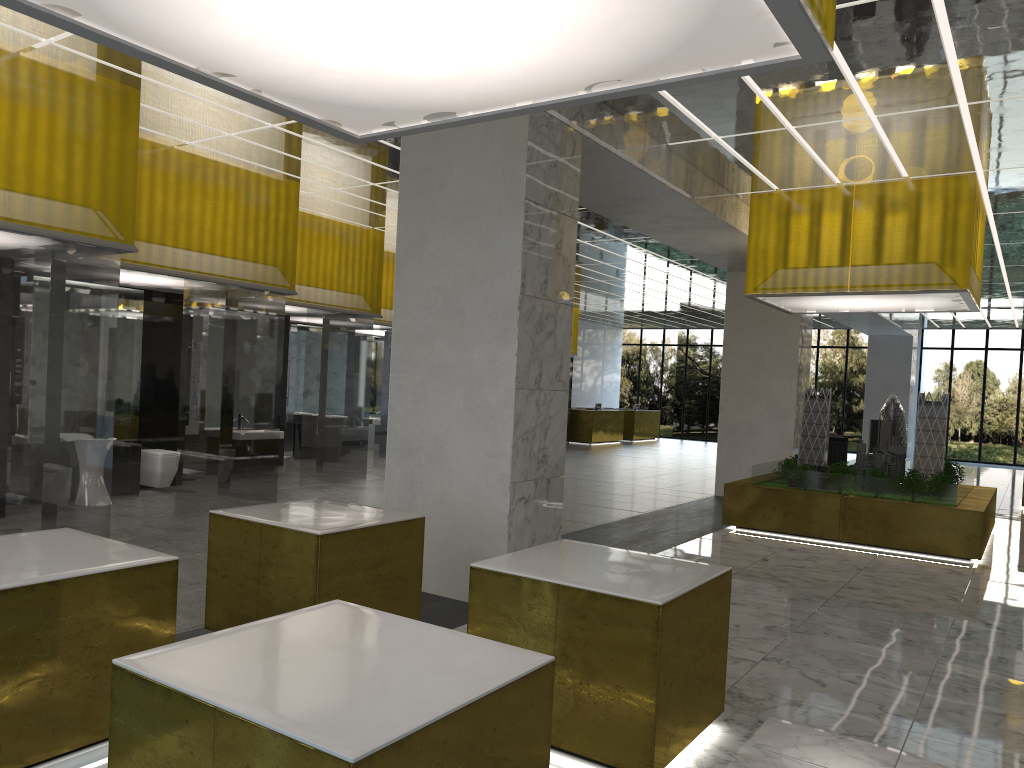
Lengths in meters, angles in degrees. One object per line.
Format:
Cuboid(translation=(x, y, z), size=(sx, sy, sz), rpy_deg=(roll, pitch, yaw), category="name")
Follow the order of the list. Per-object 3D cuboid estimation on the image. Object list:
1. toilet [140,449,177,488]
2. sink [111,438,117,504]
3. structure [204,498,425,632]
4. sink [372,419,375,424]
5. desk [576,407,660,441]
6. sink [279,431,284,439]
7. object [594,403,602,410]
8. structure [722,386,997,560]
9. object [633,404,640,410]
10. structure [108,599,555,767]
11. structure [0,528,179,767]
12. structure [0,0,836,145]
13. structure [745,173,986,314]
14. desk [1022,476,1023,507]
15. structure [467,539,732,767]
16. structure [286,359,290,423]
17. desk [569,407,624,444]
Cuboid(translation=(-6.938, 1.651, 16.696), size=(0.888, 0.694, 0.481), rpy_deg=(3, 1, 35), category="toilet")
Cuboid(translation=(-7.228, 1.500, 14.791), size=(0.773, 1.460, 0.639), rpy_deg=(4, 1, 34), category="sink")
Cuboid(translation=(-1.773, 1.754, 7.747), size=(1.444, 1.174, 1.362), rpy_deg=(3, 1, 34), category="structure")
Cuboid(translation=(-4.113, 1.220, 28.995), size=(0.925, 1.053, 1.308), rpy_deg=(3, 1, 33), category="sink")
Cuboid(translation=(5.374, 2.023, 43.653), size=(3.403, 1.509, 3.285), rpy_deg=(3, 0, 34), category="desk")
Cuboid(translation=(-6.103, 1.098, 19.883), size=(0.925, 1.053, 1.308), rpy_deg=(3, 1, 33), category="sink")
Cuboid(translation=(3.810, 1.214, 39.236), size=(0.583, 0.668, 0.707), rpy_deg=(3, 1, 33), category="object")
Cuboid(translation=(6.768, 1.383, 16.140), size=(4.095, 2.572, 4.855), rpy_deg=(3, 0, 33), category="structure")
Cuboid(translation=(6.193, 1.341, 43.103), size=(0.582, 0.668, 0.707), rpy_deg=(3, 1, 33), category="object")
Cuboid(translation=(-0.773, 1.792, 3.771), size=(1.444, 1.174, 1.362), rpy_deg=(3, 1, 34), category="structure")
Cuboid(translation=(-3.169, 1.680, 5.483), size=(1.444, 1.174, 1.362), rpy_deg=(3, 1, 34), category="structure")
Cuboid(translation=(-0.507, -2.894, 4.030), size=(3.442, 2.270, 3.060), rpy_deg=(3, 0, 34), category="structure")
Cuboid(translation=(6.291, -2.532, 15.056), size=(3.442, 2.270, 3.060), rpy_deg=(3, 0, 34), category="structure")
Cuboid(translation=(14.524, 2.404, 20.903), size=(3.403, 1.509, 3.285), rpy_deg=(3, 0, 34), category="desk")
Cuboid(translation=(0.625, 1.866, 6.040), size=(1.444, 1.174, 1.362), rpy_deg=(3, 1, 34), category="structure")
Cuboid(translation=(-6.439, 0.209, 23.909), size=(0.237, 1.854, 0.428), rpy_deg=(4, 1, 24), category="structure")
Cuboid(translation=(3.011, 1.897, 39.820), size=(3.403, 1.509, 3.285), rpy_deg=(3, 0, 34), category="desk")
